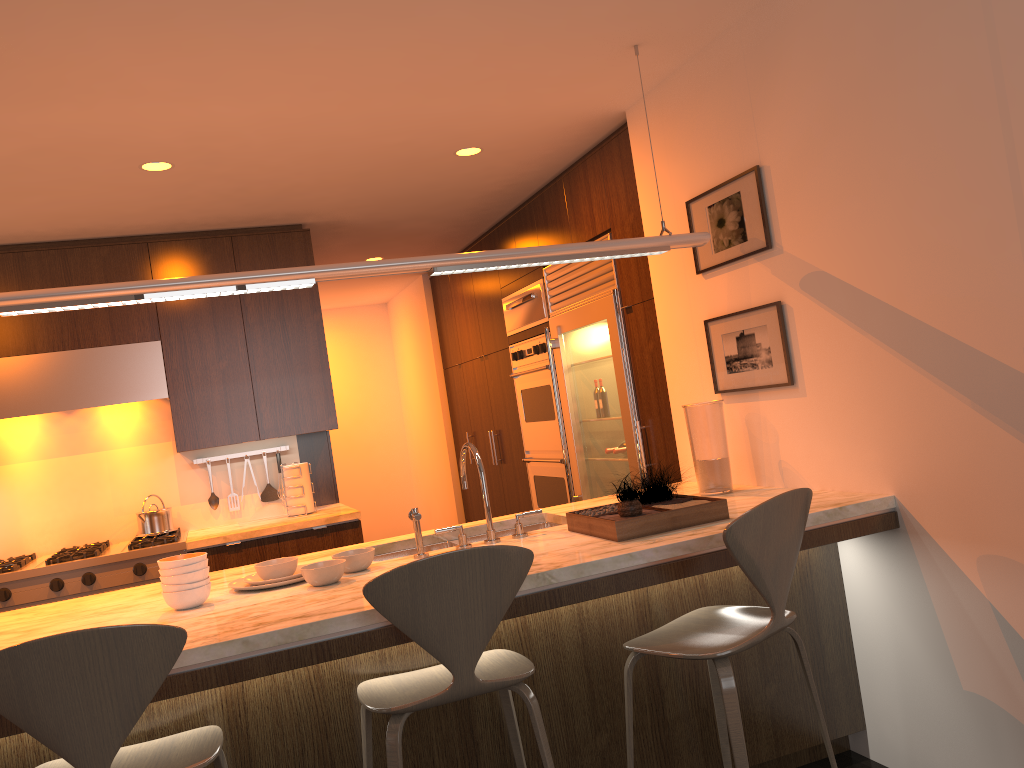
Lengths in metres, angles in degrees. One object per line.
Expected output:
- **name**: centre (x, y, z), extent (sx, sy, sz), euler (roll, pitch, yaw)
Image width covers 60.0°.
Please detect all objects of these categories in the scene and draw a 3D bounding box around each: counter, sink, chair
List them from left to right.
- **counter**: centre (-2.478, 0.937, 4.111), extent (3.616, 0.038, 3.187), euler (-8, -1, -19)
- **chair**: centre (-0.865, 1.024, 1.984), extent (0.520, 1.047, 0.506), euler (-8, -1, -14)
- **counter**: centre (-0.296, 0.583, 2.881), extent (2.711, 0.038, 1.280), euler (-8, -1, -19)
- **chair**: centre (-0.138, 0.923, 2.285), extent (0.520, 1.047, 0.506), euler (-8, -1, -19)
- **sink**: centre (-0.140, 0.676, 3.242), extent (0.813, 0.176, 0.457), euler (-8, -1, -19)
- **chair**: centre (0.598, 0.815, 2.381), extent (0.520, 1.047, 0.506), euler (-7, -2, -44)

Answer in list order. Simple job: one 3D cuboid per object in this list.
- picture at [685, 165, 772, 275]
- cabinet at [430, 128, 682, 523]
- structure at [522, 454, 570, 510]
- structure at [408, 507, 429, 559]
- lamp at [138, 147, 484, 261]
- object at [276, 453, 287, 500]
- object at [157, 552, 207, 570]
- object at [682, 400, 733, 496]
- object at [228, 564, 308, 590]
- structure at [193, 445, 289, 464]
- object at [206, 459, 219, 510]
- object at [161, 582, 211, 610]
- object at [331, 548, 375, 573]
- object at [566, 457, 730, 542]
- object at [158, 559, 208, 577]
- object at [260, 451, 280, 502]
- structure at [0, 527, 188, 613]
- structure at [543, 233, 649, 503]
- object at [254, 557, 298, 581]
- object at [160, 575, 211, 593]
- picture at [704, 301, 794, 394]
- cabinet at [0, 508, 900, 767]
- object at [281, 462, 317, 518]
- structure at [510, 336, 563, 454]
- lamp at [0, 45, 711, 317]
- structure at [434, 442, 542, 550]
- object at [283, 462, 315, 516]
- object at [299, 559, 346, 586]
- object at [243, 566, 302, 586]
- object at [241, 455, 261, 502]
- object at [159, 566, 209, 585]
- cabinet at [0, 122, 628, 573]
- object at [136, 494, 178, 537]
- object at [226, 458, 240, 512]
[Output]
- **picture**: centre (0.807, -0.605, 3.350), extent (0.012, 0.298, 0.493), euler (-8, -1, -19)
- **cabinet**: centre (0.391, 0.173, 5.920), extent (0.690, 2.540, 3.924), euler (-8, -1, -19)
- **structure**: centre (0.241, 0.715, 5.580), extent (0.064, 0.544, 0.710), euler (-8, -1, -19)
- **structure**: centre (-0.306, 0.484, 2.891), extent (0.050, 0.161, 0.067), euler (-8, -1, -19)
- **lamp**: centre (-8.317, -0.021, 2.991), extent (16.431, 0.171, 5.868), euler (-8, -1, -19)
- **object**: centre (-1.373, 0.552, 5.273), extent (0.063, 0.281, 0.063), euler (-7, -2, -42)
- **object**: centre (-0.964, 0.537, 2.603), extent (0.140, 0.062, 0.139), euler (-8, -1, -11)
- **object**: centre (0.750, 0.243, 3.368), extent (0.159, 0.349, 0.159), euler (-10, -2, 44)
- **object**: centre (-0.742, 0.619, 2.821), extent (0.310, 0.021, 0.309), euler (-8, -1, -19)
- **structure**: centre (-1.588, 0.416, 5.217), extent (0.541, 0.031, 0.048), euler (-8, -1, -16)
- **object**: centre (-1.742, 0.584, 5.142), extent (0.061, 0.296, 0.020), euler (-8, -1, -21)
- **object**: centre (-0.950, 0.625, 2.601), extent (0.140, 0.059, 0.139), euler (-8, -1, -28)
- **object**: centre (-0.499, 0.563, 2.812), extent (0.139, 0.059, 0.138), euler (-9, -1, 6)
- **object**: centre (0.453, 0.337, 2.926), extent (0.497, 0.231, 0.503), euler (-8, -1, -19)
- **object**: centre (-0.960, 0.558, 2.602), extent (0.140, 0.064, 0.139), euler (-7, -2, -45)
- **object**: centre (-1.453, 0.549, 5.264), extent (0.112, 0.303, 0.036), euler (-8, -1, -19)
- **structure**: centre (-2.278, 0.887, 4.677), extent (1.067, 0.422, 0.824), euler (-8, -1, -19)
- **structure**: centre (0.741, 0.304, 4.870), extent (0.687, 2.129, 0.915), euler (-8, -1, -19)
- **object**: centre (-0.746, 0.594, 2.822), extent (0.139, 0.059, 0.138), euler (-9, -1, 6)
- **object**: centre (-0.954, 0.601, 2.601), extent (0.140, 0.068, 0.139), euler (-7, -2, -36)
- **picture**: centre (0.879, -0.126, 3.337), extent (0.012, 0.300, 0.496), euler (-8, -1, -19)
- **cabinet**: centre (-0.229, 1.035, 2.870), extent (2.713, 0.876, 1.281), euler (-8, -1, -19)
- **object**: centre (-1.233, 0.602, 5.094), extent (0.160, 0.304, 0.168), euler (-9, -1, 25)
- **structure**: centre (0.480, 0.322, 5.691), extent (0.687, 1.294, 0.743), euler (-8, -1, -19)
- **lamp**: centre (-0.502, -0.715, 2.870), extent (2.465, 0.765, 0.120), euler (-8, -1, -19)
- **structure**: centre (-0.079, 0.363, 3.014), extent (0.310, 0.341, 0.321), euler (-9, -1, 18)
- **object**: centre (-1.224, 0.602, 5.089), extent (0.144, 0.286, 0.149), euler (-7, -2, -37)
- **object**: centre (-0.562, 0.568, 2.653), extent (0.139, 0.059, 0.138), euler (-9, -1, 6)
- **object**: centre (-0.743, 0.615, 2.821), extent (0.217, 0.025, 0.216), euler (-8, -1, -2)
- **object**: centre (-1.551, 0.554, 5.212), extent (0.114, 0.271, 0.008), euler (-8, -1, -19)
- **object**: centre (-0.956, 0.579, 2.601), extent (0.140, 0.062, 0.139), euler (-8, -1, -19)
- **cabinet**: centre (-1.284, 0.131, 3.333), extent (5.521, 2.997, 7.728), euler (-8, -1, -19)
- **object**: centre (-1.991, 0.723, 4.936), extent (0.221, 0.218, 0.221), euler (-8, -2, -35)
- **object**: centre (-1.641, 0.586, 5.180), extent (0.066, 0.314, 0.004), euler (-8, -1, -19)
